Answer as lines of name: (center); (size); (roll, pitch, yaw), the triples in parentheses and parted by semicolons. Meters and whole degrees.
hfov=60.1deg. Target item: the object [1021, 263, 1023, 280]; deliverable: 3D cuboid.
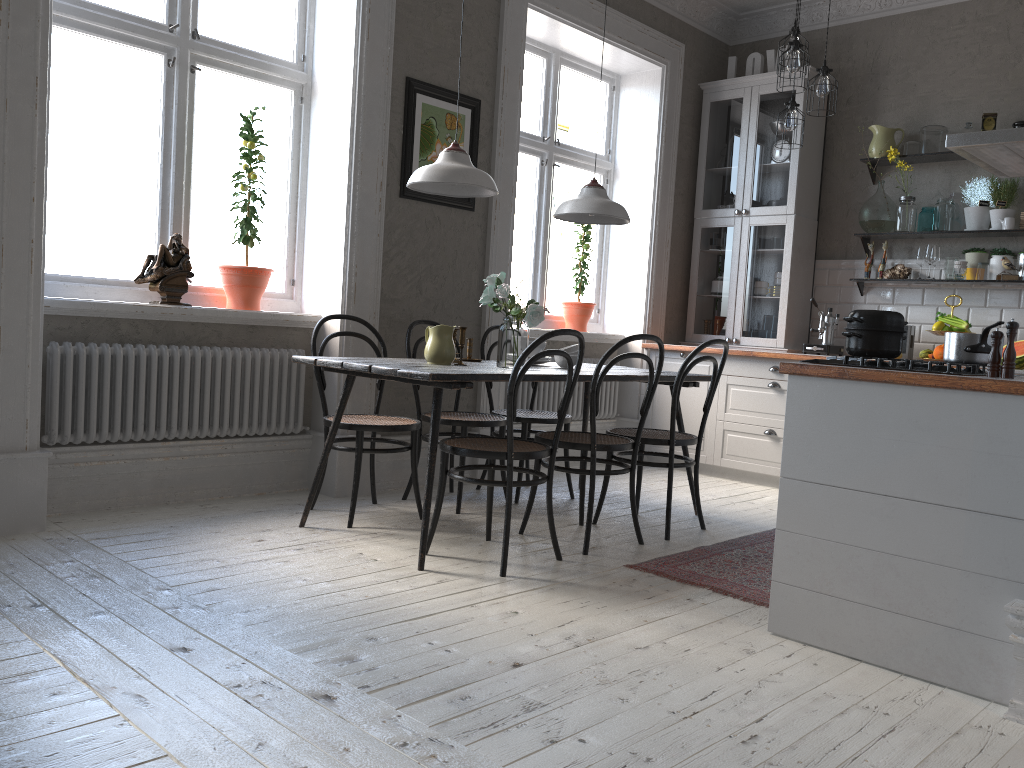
object: (3.033, -0.660, 5.199); (0.076, 0.108, 0.079); (6, 5, 37)

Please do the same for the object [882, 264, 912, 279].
object: (2.502, -0.730, 5.756); (0.174, 0.111, 0.097); (5, 4, 21)

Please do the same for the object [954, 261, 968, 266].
object: (2.750, -0.724, 5.428); (0.076, 0.051, 0.078); (6, 4, 29)

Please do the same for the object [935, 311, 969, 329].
object: (2.656, -0.384, 5.337); (0.068, 0.101, 0.206); (1, 5, -40)

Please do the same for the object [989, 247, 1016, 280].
object: (2.982, -0.727, 5.397); (0.149, 0.214, 0.171); (3, 4, -17)

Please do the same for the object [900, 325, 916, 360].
object: (2.387, -0.270, 5.682); (0.344, 0.226, 0.090); (7, 5, 43)

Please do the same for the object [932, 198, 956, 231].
object: (2.695, -1.048, 5.526); (0.127, 0.206, 0.123); (2, 4, -24)

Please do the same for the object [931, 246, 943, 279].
object: (2.688, -0.764, 5.629); (0.080, 0.217, 0.083); (6, 4, 30)

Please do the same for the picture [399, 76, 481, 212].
picture: (-0.376, -1.276, 4.769); (0.019, 0.619, 0.532); (7, 5, 44)

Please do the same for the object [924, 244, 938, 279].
object: (2.626, -0.764, 5.561); (0.080, 0.217, 0.083); (6, 4, 30)

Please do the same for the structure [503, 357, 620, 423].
structure: (0.322, 0.033, 5.908); (0.145, 0.428, 1.249); (7, 5, 42)

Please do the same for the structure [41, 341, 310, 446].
structure: (-1.470, 0.037, 4.039); (0.145, 0.428, 1.249); (7, 5, 42)

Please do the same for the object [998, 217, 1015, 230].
object: (2.945, -0.948, 5.251); (0.063, 0.071, 0.105); (3, 4, -16)

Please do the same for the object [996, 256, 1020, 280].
object: (2.970, -0.686, 5.285); (0.117, 0.147, 0.101); (4, 4, 11)

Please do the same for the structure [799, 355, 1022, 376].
structure: (1.296, -0.062, 2.861); (0.486, 0.031, 0.618); (7, 5, 43)

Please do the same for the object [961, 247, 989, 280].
object: (2.866, -0.745, 5.496); (0.154, 0.217, 0.158); (5, 4, 23)

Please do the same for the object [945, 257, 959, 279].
object: (2.732, -0.714, 5.507); (0.078, 0.139, 0.079); (5, 4, 16)

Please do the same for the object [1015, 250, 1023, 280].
object: (3.104, -0.710, 5.292); (0.155, 0.213, 0.156); (7, 5, 41)

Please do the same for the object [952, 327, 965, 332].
object: (2.679, -0.314, 5.322); (0.074, 0.062, 0.102); (5, 4, 17)

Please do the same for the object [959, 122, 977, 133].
object: (2.859, -1.532, 5.560); (0.139, 0.220, 0.140); (4, 4, 3)

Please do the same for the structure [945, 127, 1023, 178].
structure: (2.242, -1.683, 3.430); (0.698, 1.595, 0.727); (7, 5, 43)

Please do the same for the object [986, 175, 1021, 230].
object: (2.952, -1.107, 5.333); (0.183, 0.380, 0.170); (4, 4, 4)

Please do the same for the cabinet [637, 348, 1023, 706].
cabinet: (1.855, 0.322, 4.368); (1.988, 0.854, 4.195); (4, 4, 1)

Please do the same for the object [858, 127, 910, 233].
object: (2.393, -1.324, 5.800); (0.331, 0.674, 0.341); (4, 4, 12)

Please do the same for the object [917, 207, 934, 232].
object: (2.670, -1.043, 5.676); (0.129, 0.172, 0.123); (0, 5, -43)

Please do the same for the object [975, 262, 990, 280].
object: (2.868, -0.683, 5.393); (0.076, 0.108, 0.079); (6, 5, 37)

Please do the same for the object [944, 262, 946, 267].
object: (2.763, -0.723, 5.583); (0.079, 0.083, 0.076); (2, 4, -29)

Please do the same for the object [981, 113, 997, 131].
object: (2.891, -1.577, 5.368); (0.081, 0.113, 0.084); (5, 4, 24)

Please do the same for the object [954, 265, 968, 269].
object: (2.748, -0.699, 5.430); (0.078, 0.051, 0.076); (2, 4, -28)

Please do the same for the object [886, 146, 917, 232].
object: (2.480, -1.240, 5.654); (0.188, 0.540, 0.286); (6, 4, 36)

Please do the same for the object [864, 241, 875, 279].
object: (2.388, -0.823, 5.921); (0.052, 0.264, 0.062); (5, 4, 15)

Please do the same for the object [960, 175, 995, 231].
object: (2.895, -1.107, 5.462); (0.238, 0.354, 0.240); (2, 4, -29)

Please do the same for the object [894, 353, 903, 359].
object: (2.308, -0.191, 5.471); (0.193, 0.083, 0.193); (7, 5, 44)

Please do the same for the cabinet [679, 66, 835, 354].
cabinet: (1.736, -1.181, 6.331); (0.861, 1.920, 0.396); (7, 5, 43)

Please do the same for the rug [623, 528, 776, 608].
rug: (1.142, 0.743, 3.697); (0.721, 0.014, 1.316); (7, 5, 44)

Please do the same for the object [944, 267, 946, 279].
object: (2.761, -0.690, 5.585); (0.079, 0.083, 0.076); (2, 4, -29)

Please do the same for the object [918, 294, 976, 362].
object: (2.660, -0.330, 5.370); (0.345, 0.425, 0.358); (6, 4, 29)

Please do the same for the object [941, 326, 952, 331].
object: (2.616, -0.321, 5.334); (0.062, 0.061, 0.068); (7, 5, 43)

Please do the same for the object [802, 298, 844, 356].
object: (2.056, -0.377, 5.875); (0.201, 0.370, 0.361); (7, 5, 44)

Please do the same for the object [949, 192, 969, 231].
object: (2.819, -1.075, 5.620); (0.134, 0.264, 0.128); (1, 5, -41)

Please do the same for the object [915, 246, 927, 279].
object: (2.630, -0.772, 5.690); (0.080, 0.217, 0.083); (6, 4, 30)

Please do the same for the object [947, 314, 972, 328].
object: (2.723, -0.372, 5.369); (0.090, 0.096, 0.177); (2, 4, -26)

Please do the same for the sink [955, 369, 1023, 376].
sink: (1.859, -0.142, 3.236); (0.517, 0.720, 0.496); (7, 5, 43)

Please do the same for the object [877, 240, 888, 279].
object: (2.451, -0.814, 5.839); (0.062, 0.264, 0.053); (3, 4, -10)

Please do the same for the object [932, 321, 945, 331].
object: (2.578, -0.347, 5.350); (0.080, 0.069, 0.058); (2, 4, -27)

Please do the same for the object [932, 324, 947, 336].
object: (2.619, -0.333, 5.416); (0.094, 0.078, 0.103); (6, 4, 30)

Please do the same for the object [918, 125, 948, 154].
object: (2.665, -1.530, 5.612); (0.173, 0.184, 0.171); (3, 4, -7)

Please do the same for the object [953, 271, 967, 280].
object: (2.746, -0.665, 5.432); (0.075, 0.051, 0.079); (6, 5, 36)

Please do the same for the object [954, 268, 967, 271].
object: (2.747, -0.682, 5.431); (0.075, 0.051, 0.079); (6, 5, 36)

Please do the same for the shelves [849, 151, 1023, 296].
shelves: (2.806, -0.966, 5.504); (1.288, 0.923, 0.233); (7, 5, 43)

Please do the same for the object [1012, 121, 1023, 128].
object: (3.051, -1.480, 5.298); (0.139, 0.174, 0.145); (7, 5, 43)
